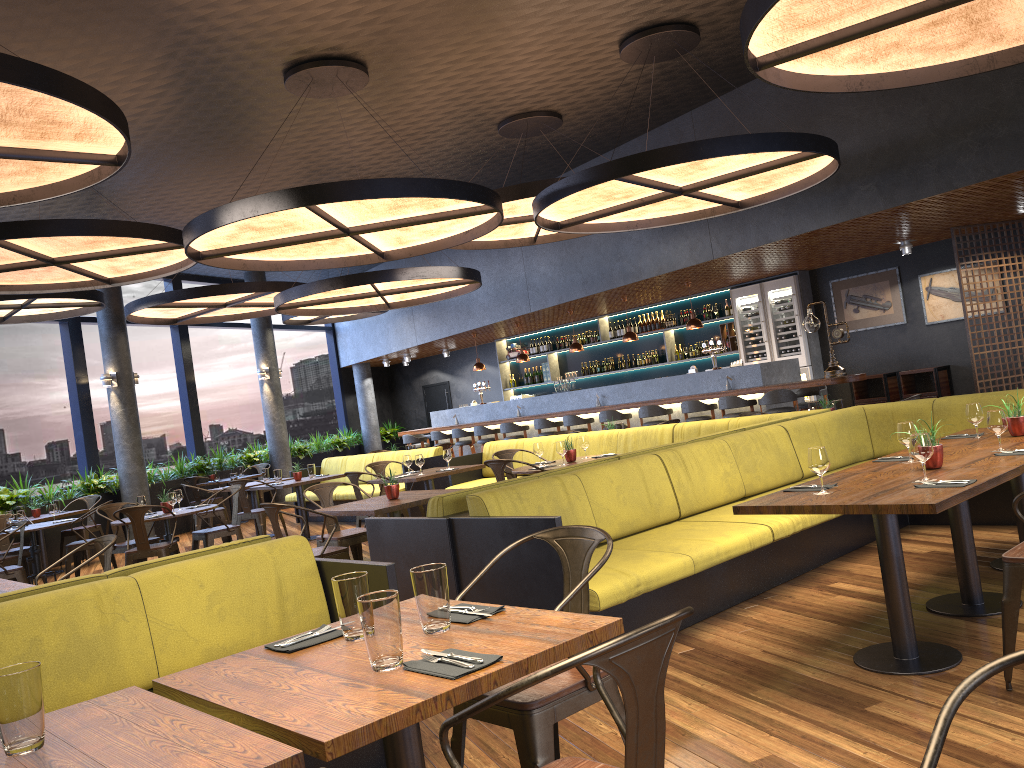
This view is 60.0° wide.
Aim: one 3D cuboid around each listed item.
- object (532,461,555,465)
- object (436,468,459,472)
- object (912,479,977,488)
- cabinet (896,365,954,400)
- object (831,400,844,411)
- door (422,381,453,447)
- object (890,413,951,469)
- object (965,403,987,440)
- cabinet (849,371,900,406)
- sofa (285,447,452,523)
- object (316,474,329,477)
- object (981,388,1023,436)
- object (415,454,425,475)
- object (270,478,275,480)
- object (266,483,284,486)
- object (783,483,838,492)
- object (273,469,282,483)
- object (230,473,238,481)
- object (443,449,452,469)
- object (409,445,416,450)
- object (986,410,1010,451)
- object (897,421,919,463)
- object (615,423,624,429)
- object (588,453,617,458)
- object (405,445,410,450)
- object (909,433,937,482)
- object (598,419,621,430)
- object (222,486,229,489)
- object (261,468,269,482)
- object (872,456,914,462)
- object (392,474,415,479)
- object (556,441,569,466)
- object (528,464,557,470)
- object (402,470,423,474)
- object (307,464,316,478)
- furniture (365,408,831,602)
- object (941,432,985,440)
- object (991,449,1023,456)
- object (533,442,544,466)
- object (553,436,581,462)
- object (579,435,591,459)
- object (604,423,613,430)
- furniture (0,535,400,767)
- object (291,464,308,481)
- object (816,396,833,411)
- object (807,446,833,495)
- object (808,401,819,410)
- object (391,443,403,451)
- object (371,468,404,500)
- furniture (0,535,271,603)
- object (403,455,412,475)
[{"bbox_3d":[0.299,0.722,8.150,0.157,0.019,0.255,-7,-1,-36],"label":"object"},{"bbox_3d":[-0.681,0.885,9.140,0.157,0.019,0.255,-7,-2,-42],"label":"object"},{"bbox_3d":[1.784,0.413,3.698,0.157,0.019,0.255,-7,-2,-42],"label":"object"},{"bbox_3d":[5.694,0.291,12.146,0.473,1.007,0.553,-7,-2,-42],"label":"cabinet"},{"bbox_3d":[3.054,0.241,8.298,0.102,0.178,0.102,-9,-1,33],"label":"object"},{"bbox_3d":[-1.620,1.000,20.567,0.137,2.056,1.012,-7,-2,-42],"label":"door"},{"bbox_3d":[1.980,0.265,4.218,0.238,0.271,0.260,-8,-1,-21],"label":"object"},{"bbox_3d":[2.699,0.216,5.164,0.097,0.206,0.097,-8,-1,3],"label":"object"},{"bbox_3d":[5.232,0.369,12.659,0.473,1.007,0.553,-7,-2,-42],"label":"cabinet"},{"bbox_3d":[-2.136,1.489,12.749,0.966,0.914,3.061,-7,-2,-42],"label":"sofa"},{"bbox_3d":[-2.491,1.196,11.592,0.157,0.019,0.255,-7,-2,-43],"label":"object"},{"bbox_3d":[2.841,0.156,5.010,0.238,0.271,0.260,-8,-1,-21],"label":"object"},{"bbox_3d":[-0.940,0.826,9.079,0.097,0.206,0.097,-7,-2,-42],"label":"object"},{"bbox_3d":[-3.350,1.341,12.546,0.157,0.019,0.255,-7,-2,-43],"label":"object"},{"bbox_3d":[-3.000,1.261,11.169,0.157,0.019,0.255,-7,-2,-43],"label":"object"},{"bbox_3d":[1.403,0.477,4.110,0.157,0.019,0.255,-7,-2,-42],"label":"object"},{"bbox_3d":[-2.992,1.183,11.344,0.102,0.178,0.102,-7,-1,-37],"label":"object"},{"bbox_3d":[-3.851,1.328,12.297,0.102,0.178,0.102,-9,-1,23],"label":"object"},{"bbox_3d":[-0.673,0.793,9.315,0.097,0.206,0.097,-9,-2,39],"label":"object"},{"bbox_3d":[-1.475,1.002,13.210,0.102,0.178,0.102,-9,-1,33],"label":"object"},{"bbox_3d":[2.458,0.237,4.485,0.097,0.206,0.097,-8,-1,3],"label":"object"},{"bbox_3d":[2.033,0.300,4.552,0.097,0.206,0.097,-8,-1,3],"label":"object"},{"bbox_3d":[1.258,0.543,10.292,0.102,0.178,0.102,-9,-1,33],"label":"object"},{"bbox_3d":[0.807,0.644,7.952,0.255,0.019,0.157,-8,-1,-10],"label":"object"},{"bbox_3d":[-1.578,1.025,13.621,0.102,0.178,0.102,-8,-1,-7],"label":"object"},{"bbox_3d":[1.792,0.321,3.873,0.097,0.206,0.097,-8,-1,3],"label":"object"},{"bbox_3d":[1.173,0.512,10.445,0.238,0.271,0.260,-8,-1,-21],"label":"object"},{"bbox_3d":[-3.859,1.406,12.123,0.157,0.019,0.255,-7,-2,-43],"label":"object"},{"bbox_3d":[-3.444,1.271,12.403,0.102,0.178,0.102,-9,-1,23],"label":"object"},{"bbox_3d":[2.069,0.393,4.723,0.157,0.019,0.255,-7,-2,-42],"label":"object"},{"bbox_3d":[-1.097,0.945,9.098,0.255,0.019,0.157,-7,-2,-42],"label":"object"},{"bbox_3d":[0.434,0.597,7.649,0.097,0.206,0.097,-8,-1,-4],"label":"object"},{"bbox_3d":[0.278,0.715,7.675,0.255,0.019,0.157,-7,-2,-40],"label":"object"},{"bbox_3d":[-1.063,0.949,9.552,0.157,0.019,0.255,-7,-2,-42],"label":"object"},{"bbox_3d":[-2.585,1.126,11.449,0.102,0.178,0.102,-9,-1,13],"label":"object"},{"bbox_3d":[0.849,0.934,6.974,7.462,0.914,4.895,-9,-2,43],"label":"furniture"},{"bbox_3d":[2.735,0.309,5.335,0.157,0.019,0.255,-7,-2,-42],"label":"object"},{"bbox_3d":[2.450,0.329,4.310,0.157,0.019,0.255,-7,-2,-42],"label":"object"},{"bbox_3d":[0.245,0.631,7.982,0.097,0.206,0.097,-8,-1,-18],"label":"object"},{"bbox_3d":[0.511,0.555,7.864,0.238,0.271,0.260,-8,-1,-21],"label":"object"},{"bbox_3d":[0.660,0.573,8.063,0.097,0.206,0.097,-8,-1,-1],"label":"object"},{"bbox_3d":[1.167,0.564,10.668,0.102,0.178,0.102,-8,-1,-7],"label":"object"},{"bbox_3d":[-0.603,1.024,1.193,3.378,0.916,4.755,-7,-2,-42],"label":"furniture"},{"bbox_3d":[-2.752,1.102,11.377,0.238,0.271,0.260,-8,-1,-4],"label":"object"},{"bbox_3d":[2.975,0.208,8.426,0.260,0.271,0.238,-7,-2,-41],"label":"object"},{"bbox_3d":[1.367,0.384,3.939,0.097,0.206,0.097,-8,-1,3],"label":"object"},{"bbox_3d":[2.955,0.263,8.660,0.102,0.178,0.102,-9,-1,33],"label":"object"},{"bbox_3d":[-1.754,0.995,13.195,0.238,0.271,0.260,-7,-1,-37],"label":"object"},{"bbox_3d":[-0.928,0.740,6.731,0.260,0.271,0.238,-8,-1,-7],"label":"object"},{"bbox_3d":[-3.683,1.544,4.618,3.372,0.914,4.503,-7,-2,-42],"label":"furniture"},{"bbox_3d":[-1.098,0.856,9.381,0.097,0.206,0.097,-9,-2,39],"label":"object"}]
